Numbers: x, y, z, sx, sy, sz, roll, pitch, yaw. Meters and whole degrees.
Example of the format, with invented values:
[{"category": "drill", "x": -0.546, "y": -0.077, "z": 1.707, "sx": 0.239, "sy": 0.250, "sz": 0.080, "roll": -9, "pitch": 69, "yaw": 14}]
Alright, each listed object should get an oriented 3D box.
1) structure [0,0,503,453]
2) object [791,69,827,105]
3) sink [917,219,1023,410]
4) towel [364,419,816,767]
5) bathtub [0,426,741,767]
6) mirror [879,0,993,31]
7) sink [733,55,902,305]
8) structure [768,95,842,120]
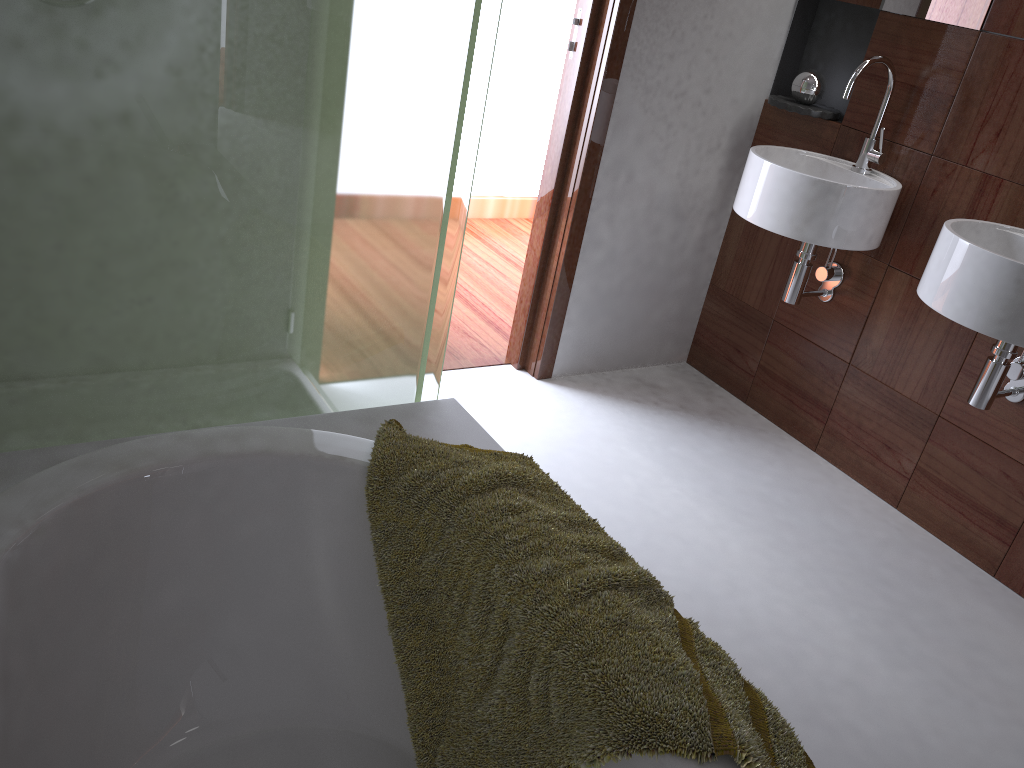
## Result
[{"category": "structure", "x": -0.655, "y": -0.610, "z": 1.485, "sx": 1.015, "sy": 2.079, "sz": 0.765, "roll": -7, "pitch": 32, "yaw": -32}, {"category": "object", "x": 1.218, "y": -0.605, "z": 2.240, "sx": 0.104, "sy": 0.104, "sz": 1.350, "roll": -7, "pitch": 32, "yaw": -32}, {"category": "sink", "x": 1.172, "y": -0.249, "z": 2.008, "sx": 0.417, "sy": 0.715, "sz": 0.415, "roll": -7, "pitch": 32, "yaw": -32}, {"category": "towel", "x": 0.042, "y": 0.438, "z": 1.362, "sx": 0.349, "sy": 0.452, "sz": 0.890, "roll": -10, "pitch": 34, "yaw": -37}, {"category": "bathtub", "x": -0.136, "y": 0.649, "z": 0.923, "sx": 0.881, "sy": 0.424, "sz": 1.683, "roll": -7, "pitch": 32, "yaw": -32}, {"category": "mirror", "x": 1.166, "y": -1.249, "z": 2.222, "sx": 0.010, "sy": 0.635, "sz": 0.316, "roll": -7, "pitch": 32, "yaw": -32}, {"category": "sink", "x": 0.851, "y": -0.547, "z": 2.463, "sx": 0.417, "sy": 0.715, "sz": 0.415, "roll": -7, "pitch": 32, "yaw": -32}, {"category": "structure", "x": 0.898, "y": -0.850, "z": 2.726, "sx": 0.222, "sy": 0.023, "sz": 0.220, "roll": 18, "pitch": 27, "yaw": 12}]
